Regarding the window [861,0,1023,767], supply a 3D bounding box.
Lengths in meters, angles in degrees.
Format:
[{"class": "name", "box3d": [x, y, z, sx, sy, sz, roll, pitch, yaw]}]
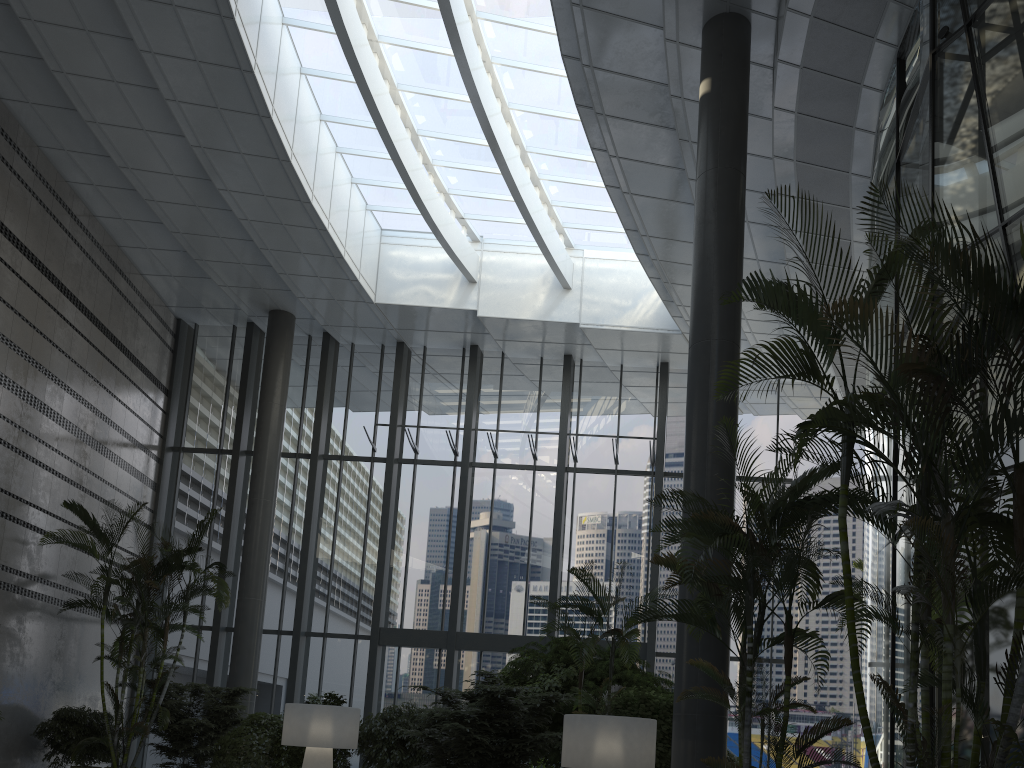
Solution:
[{"class": "window", "box3d": [5.327, 1.538, 9.164, 4.215, 7.530, 16.444, 3, -20, 4]}]

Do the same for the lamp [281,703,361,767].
[{"class": "lamp", "box3d": [-2.214, 4.473, 9.705, 0.826, 1.590, 0.895, 0, -12, 20]}]

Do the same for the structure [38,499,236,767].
[{"class": "structure", "box3d": [-5.356, 3.838, 12.233, 2.513, 4.433, 2.587, 2, -12, 8]}]

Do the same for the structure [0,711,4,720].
[{"class": "structure", "box3d": [-6.745, 3.965, 9.529, 1.615, 1.873, 2.173, -5, -18, 32]}]

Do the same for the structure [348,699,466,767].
[{"class": "structure", "box3d": [-1.437, 5.359, 11.986, 1.997, 1.797, 1.758, -7, -18, 33]}]

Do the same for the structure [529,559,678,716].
[{"class": "structure", "box3d": [0.877, 3.424, 8.876, 1.437, 3.295, 1.259, 6, -10, -12]}]

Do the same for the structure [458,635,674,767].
[{"class": "structure", "box3d": [0.792, 4.994, 12.077, 3.733, 2.808, 3.408, -1, -17, 14]}]

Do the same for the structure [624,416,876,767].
[{"class": "structure", "box3d": [1.709, 2.190, 6.108, 1.679, 3.548, 2.119, 6, -12, -12]}]

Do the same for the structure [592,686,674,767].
[{"class": "structure", "box3d": [1.380, 4.330, 9.376, 1.559, 2.022, 1.677, -9, -19, 43]}]

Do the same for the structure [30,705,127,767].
[{"class": "structure", "box3d": [-6.345, 5.472, 12.561, 1.126, 1.468, 1.489, -9, -20, 43]}]

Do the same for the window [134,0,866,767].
[{"class": "window", "box3d": [-1.950, -0.310, 8.268, 13.454, 9.485, 20.058, -1, -20, 15]}]

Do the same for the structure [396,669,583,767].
[{"class": "structure", "box3d": [-0.346, 4.570, 10.460, 2.263, 2.210, 2.453, 7, -16, -10]}]

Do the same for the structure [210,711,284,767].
[{"class": "structure", "box3d": [-3.587, 5.538, 12.394, 1.504, 1.528, 1.617, 12, -18, -29]}]

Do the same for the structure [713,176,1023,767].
[{"class": "structure", "box3d": [2.207, 1.068, 4.463, 2.495, 4.432, 2.610, 7, -12, -16]}]

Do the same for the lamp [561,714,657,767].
[{"class": "lamp", "box3d": [0.834, 3.800, 7.639, 0.882, 1.591, 0.839, 12, -14, -36]}]

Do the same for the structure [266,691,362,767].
[{"class": "structure", "box3d": [-2.786, 5.218, 11.930, 1.230, 1.870, 1.474, -3, -15, 27]}]

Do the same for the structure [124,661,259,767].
[{"class": "structure", "box3d": [-4.905, 5.418, 13.130, 1.900, 2.180, 1.938, 7, -15, -13]}]

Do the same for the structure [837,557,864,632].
[{"class": "structure", "box3d": [5.760, 4.329, 11.771, 2.495, 4.432, 2.610, 7, -12, -16]}]

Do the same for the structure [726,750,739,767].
[{"class": "structure", "box3d": [2.170, 4.913, 10.043, 1.504, 1.528, 1.617, 12, -18, -29]}]
